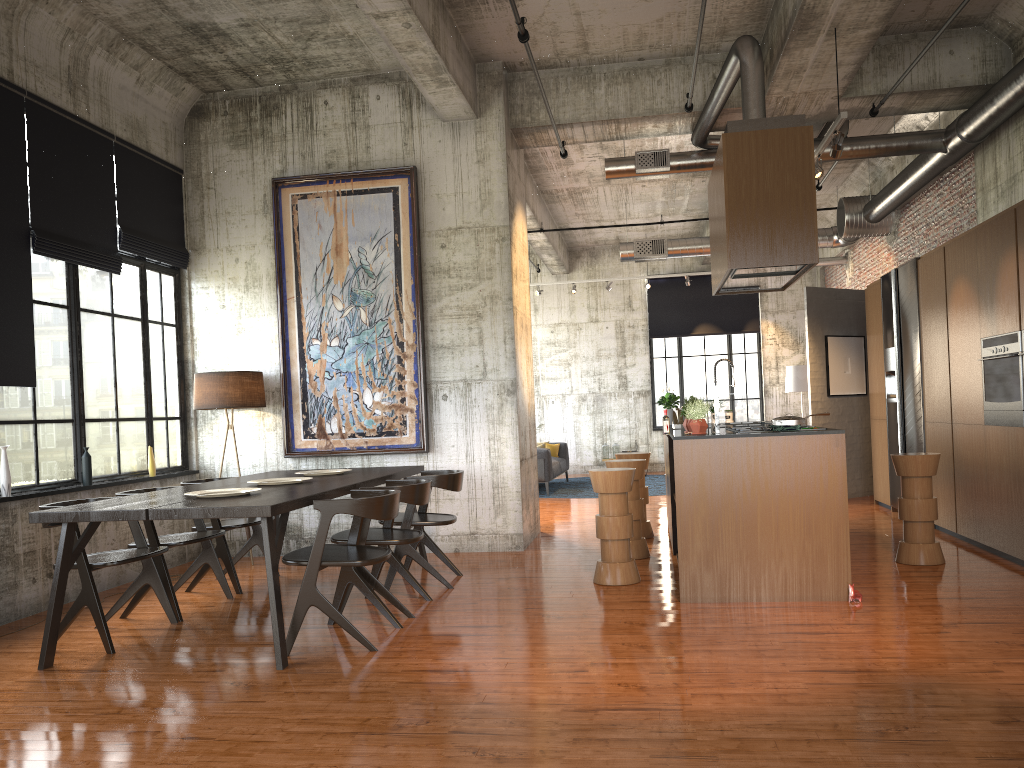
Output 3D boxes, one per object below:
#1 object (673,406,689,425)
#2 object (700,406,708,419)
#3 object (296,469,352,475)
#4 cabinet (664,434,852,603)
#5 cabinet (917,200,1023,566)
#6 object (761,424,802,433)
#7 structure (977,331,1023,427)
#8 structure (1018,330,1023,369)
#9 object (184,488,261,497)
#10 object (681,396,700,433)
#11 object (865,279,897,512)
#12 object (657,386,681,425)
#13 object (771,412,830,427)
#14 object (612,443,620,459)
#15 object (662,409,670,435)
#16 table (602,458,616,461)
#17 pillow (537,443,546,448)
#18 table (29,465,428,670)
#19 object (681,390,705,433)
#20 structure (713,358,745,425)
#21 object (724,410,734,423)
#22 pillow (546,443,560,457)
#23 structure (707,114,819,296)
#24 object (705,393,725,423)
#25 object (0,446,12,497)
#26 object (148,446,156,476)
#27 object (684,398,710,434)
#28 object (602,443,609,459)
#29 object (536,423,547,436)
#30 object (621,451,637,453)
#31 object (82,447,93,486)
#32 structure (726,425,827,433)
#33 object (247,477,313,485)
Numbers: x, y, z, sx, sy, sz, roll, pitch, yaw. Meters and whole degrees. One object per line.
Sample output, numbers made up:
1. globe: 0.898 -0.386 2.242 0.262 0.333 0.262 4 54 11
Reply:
1. object: 3.768 1.126 19.801 0.728 1.296 0.456 -3 0 20
2. object: 2.278 0.359 10.849 0.231 0.257 0.236 -2 -1 -43
3. object: -1.757 0.827 8.272 0.527 0.024 0.527 -3 -2 19
4. cabinet: 2.191 1.071 8.765 1.245 1.243 4.361 -3 -2 9
5. cabinet: 4.616 0.012 7.204 0.860 3.044 5.343 -3 -1 9
6. object: 2.045 0.332 6.796 0.391 0.068 0.185 -1 -2 -35
7. structure: 4.233 -0.029 7.717 0.079 0.794 0.860 -3 -1 9
8. structure: 4.097 -0.052 6.828 0.079 0.794 0.860 -3 -1 9
9. object: -2.056 0.777 6.316 0.527 0.024 0.527 -3 -2 19
10. object: 1.534 0.258 7.598 0.179 0.311 0.172 -3 0 15
11. object: 5.317 0.130 11.789 0.860 3.045 0.910 -3 0 9
12. object: 1.923 0.255 10.852 0.304 0.502 0.268 -2 -1 -39
13. object: 2.379 0.297 7.250 0.331 0.120 0.729 -4 -2 44
14. object: 2.352 1.507 20.007 0.163 0.361 0.163 -3 0 11
15. object: 1.260 0.311 7.249 0.056 0.208 0.056 -3 0 9
16. table: 2.504 1.860 20.094 0.875 0.359 0.475 -3 -1 9
17. pillow: 0.425 1.291 16.151 0.537 0.446 0.260 -3 -1 16
18. table: -1.943 1.319 7.278 1.639 1.006 3.703 -3 -2 9
19. object: 1.502 0.224 7.357 0.186 0.367 0.196 -2 -1 -41
20. structure: 2.453 0.077 10.034 0.361 0.749 0.168 -3 0 9
21. object: 2.628 0.391 10.750 0.107 0.158 0.107 -3 -1 44
22. pillow: 0.807 1.356 18.109 0.434 0.319 0.168 -2 0 -17
23. structure: 2.056 -1.426 7.450 0.663 1.125 1.629 -3 -1 9
24. object: 2.472 0.287 10.796 0.306 0.381 0.362 -3 -1 43
25. object: -4.052 0.699 7.087 0.082 0.410 0.082 -2 0 -31
26. object: -3.725 0.797 9.169 0.073 0.318 0.074 -2 0 -29
27. object: 1.489 0.258 7.117 0.221 0.283 0.211 -3 -1 17
28. object: 2.123 1.518 20.042 0.163 0.361 0.163 -3 0 7
29. object: -0.311 0.872 11.914 1.890 2.063 1.512 -3 -1 31
30. object: 2.647 1.596 20.047 0.423 0.153 0.382 -3 -2 9
31. object: -3.890 0.755 8.112 0.080 0.352 0.080 -3 0 40
32. structure: 2.191 0.371 7.452 0.678 0.019 1.097 -3 -2 9
33. object: -1.906 0.802 7.294 0.527 0.024 0.527 -3 -2 19
